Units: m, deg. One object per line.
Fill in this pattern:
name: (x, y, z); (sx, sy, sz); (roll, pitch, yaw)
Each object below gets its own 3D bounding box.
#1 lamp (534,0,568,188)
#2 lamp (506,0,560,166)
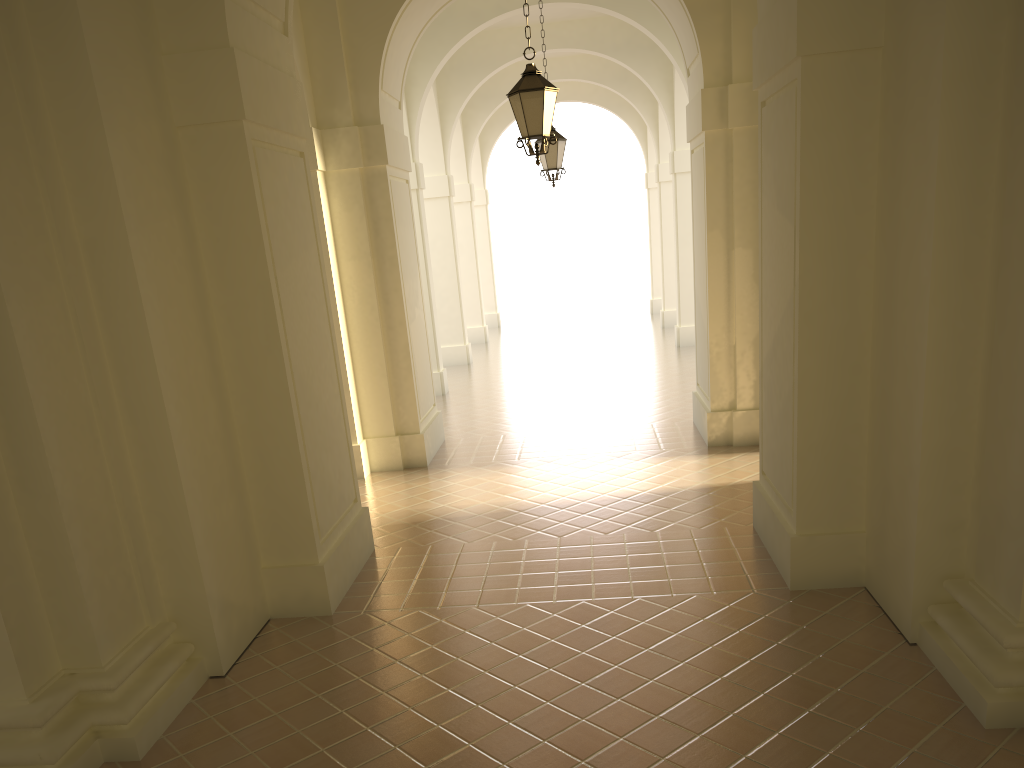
lamp: (0.483, -4.610, 12.731); (0.510, 3.463, 0.422); (-4, 17, 5)
lamp: (0.104, -3.752, 7.962); (0.437, 3.463, 0.494); (-13, 19, -23)
